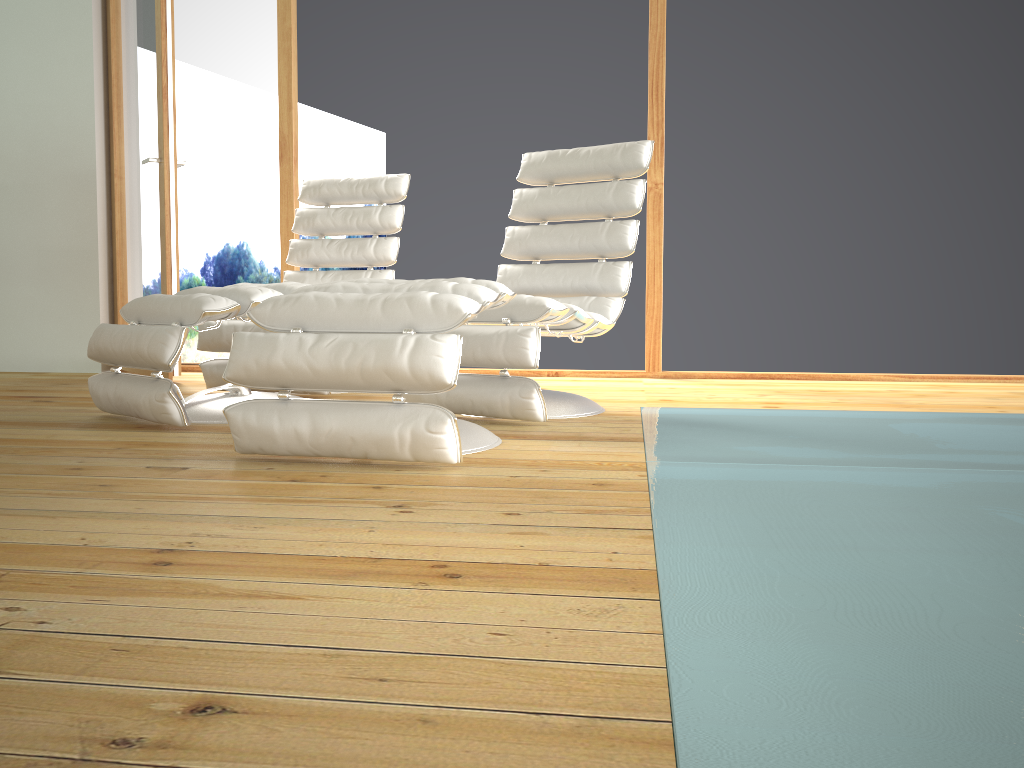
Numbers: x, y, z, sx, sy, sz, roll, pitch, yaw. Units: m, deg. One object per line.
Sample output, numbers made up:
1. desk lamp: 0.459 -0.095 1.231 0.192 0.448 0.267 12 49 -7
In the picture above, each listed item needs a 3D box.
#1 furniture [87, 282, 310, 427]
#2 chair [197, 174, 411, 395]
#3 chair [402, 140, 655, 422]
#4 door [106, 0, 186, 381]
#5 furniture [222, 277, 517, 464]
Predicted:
1. furniture: -0.952 -0.118 2.915 0.570 0.438 0.687 4 6 43
2. chair: -0.864 -0.467 3.840 0.569 0.967 0.915 1 4 17
3. chair: 0.063 -0.396 3.088 0.570 0.967 0.915 3 5 32
4. door: -1.810 -1.254 4.322 0.163 2.413 0.936 -3 5 -37
5. furniture: -0.318 -0.060 2.290 0.569 0.438 0.687 1 5 14
